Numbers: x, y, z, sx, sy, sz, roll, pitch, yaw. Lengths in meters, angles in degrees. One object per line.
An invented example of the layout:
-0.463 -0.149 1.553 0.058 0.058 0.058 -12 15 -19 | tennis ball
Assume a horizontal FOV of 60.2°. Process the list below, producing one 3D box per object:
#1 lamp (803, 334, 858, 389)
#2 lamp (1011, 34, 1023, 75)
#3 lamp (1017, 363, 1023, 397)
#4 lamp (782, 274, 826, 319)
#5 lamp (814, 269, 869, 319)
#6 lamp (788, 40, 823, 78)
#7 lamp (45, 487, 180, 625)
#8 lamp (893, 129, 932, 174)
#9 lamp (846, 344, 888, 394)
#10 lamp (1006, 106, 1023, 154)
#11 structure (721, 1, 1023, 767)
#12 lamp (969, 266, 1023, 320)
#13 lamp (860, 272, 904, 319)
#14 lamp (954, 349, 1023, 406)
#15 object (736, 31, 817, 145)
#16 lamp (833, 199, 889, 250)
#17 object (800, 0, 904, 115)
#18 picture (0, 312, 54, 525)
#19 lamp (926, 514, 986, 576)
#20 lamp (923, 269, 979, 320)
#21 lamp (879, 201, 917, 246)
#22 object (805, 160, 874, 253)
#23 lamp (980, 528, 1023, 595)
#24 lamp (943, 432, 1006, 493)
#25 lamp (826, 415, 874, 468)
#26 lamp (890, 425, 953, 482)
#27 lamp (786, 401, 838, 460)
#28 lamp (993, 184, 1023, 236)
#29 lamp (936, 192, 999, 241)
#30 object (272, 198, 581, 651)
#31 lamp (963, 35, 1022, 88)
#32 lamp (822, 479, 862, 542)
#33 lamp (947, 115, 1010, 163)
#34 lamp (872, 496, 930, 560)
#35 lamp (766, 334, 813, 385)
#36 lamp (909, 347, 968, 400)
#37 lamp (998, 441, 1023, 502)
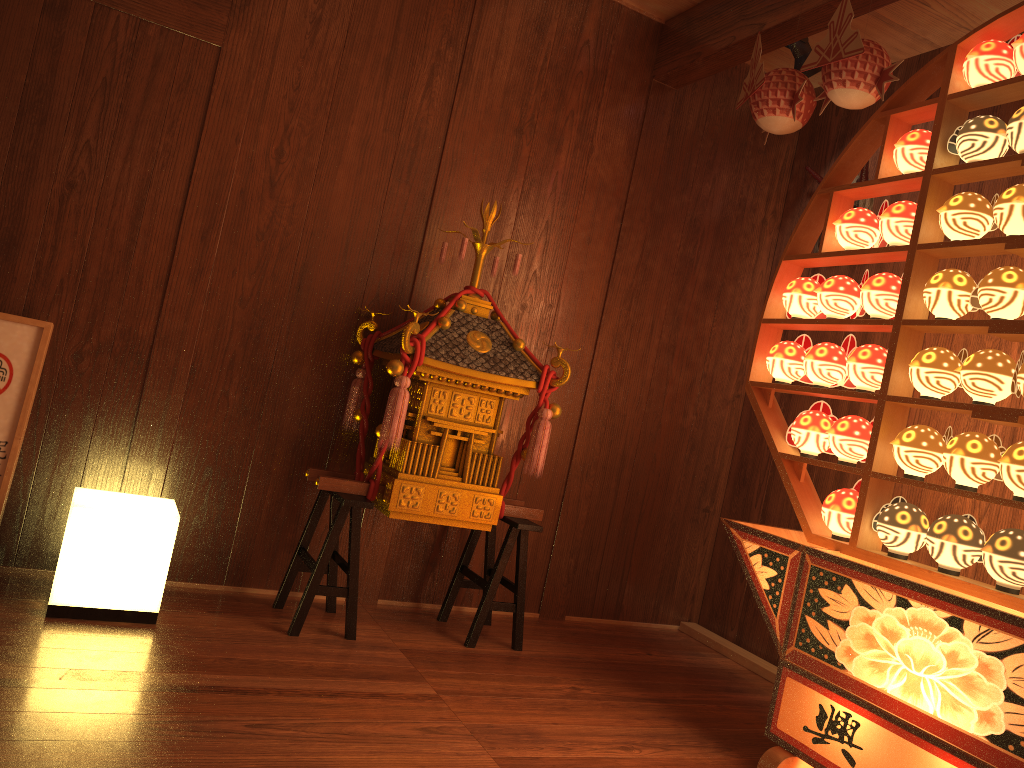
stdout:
0.997 -0.080 2.820 0.160 0.200 0.196 13 -1 -15 | lamp
1.406 -0.892 2.359 0.156 0.179 0.170 12 -1 5 | lamp
1.299 -0.011 2.143 0.162 0.167 0.134 13 -2 -41 | lamp
0.978 -0.300 2.972 0.183 0.187 0.162 11 -2 44 | lamp
1.043 -0.291 2.835 0.156 0.191 0.182 12 -1 5 | lamp
1.113 -1.213 3.310 0.181 0.176 0.131 13 -2 -40 | lamp
-1.176 0.503 2.615 0.288 0.315 0.272 13 -2 -26 | lamp
1.217 -0.712 2.662 0.159 0.200 0.197 12 -1 -10 | lamp
1.071 -0.063 2.656 0.159 0.192 0.180 12 -1 -11 | lamp
1.368 -0.666 2.317 0.162 0.161 0.135 13 -2 -36 | lamp
1.251 0.053 2.222 0.503 2.196 1.907 13 -2 -25 | structure
1.287 -0.233 2.292 0.139 0.161 0.157 12 -1 5 | lamp
1.117 -0.283 2.665 0.159 0.200 0.197 12 -1 -10 | lamp
1.234 -0.019 2.305 0.152 0.161 0.144 11 -2 39 | lamp
0.887 -0.971 2.891 0.238 0.311 0.365 12 -1 1 | object
1.099 -0.509 2.823 0.157 0.200 0.200 12 -1 0 | lamp
1.024 -0.957 2.607 0.221 0.306 0.338 13 -2 -25 | object
-1.651 0.161 2.550 0.411 0.788 0.209 13 -2 -22 | picture
1.138 0.410 2.280 0.134 0.161 0.162 11 -2 44 | lamp
1.209 -0.250 2.445 0.134 0.167 0.162 11 -2 44 | lamp
1.170 -0.494 2.655 0.159 0.195 0.187 12 -1 -10 | lamp
1.347 -0.694 3.671 0.141 0.454 0.354 13 -2 -25 | object
1.205 0.419 2.139 0.156 0.167 0.140 12 -1 4 | lamp
1.183 0.196 2.286 0.161 0.161 0.135 13 -2 -26 | lamp
1.018 0.147 2.661 0.157 0.200 0.200 12 -1 0 | lamp
1.117 0.181 2.443 0.156 0.167 0.140 12 -1 4 | lamp
0.959 0.140 2.807 0.181 0.194 0.161 11 -2 24 | lamp
1.327 -0.450 2.301 0.134 0.161 0.162 11 -2 44 | lamp
1.257 -0.465 2.464 0.156 0.167 0.140 12 -1 4 | lamp
-0.229 0.101 3.057 0.831 1.515 0.590 13 -2 -26 | object
1.343 -0.914 2.492 0.160 0.200 0.196 13 -1 -15 | lamp
0.989 0.366 2.625 0.162 0.198 0.188 13 -2 -36 | lamp
1.317 -0.678 2.461 0.141 0.167 0.155 12 -1 -10 | lamp
1.077 0.397 2.428 0.139 0.167 0.157 12 -1 5 | lamp
0.926 -0.090 2.978 0.162 0.195 0.183 13 -2 -41 | lamp
1.164 -0.034 2.445 0.158 0.167 0.138 12 -1 -6 | lamp
1.251 0.205 2.146 0.156 0.167 0.140 12 -1 4 | lamp
